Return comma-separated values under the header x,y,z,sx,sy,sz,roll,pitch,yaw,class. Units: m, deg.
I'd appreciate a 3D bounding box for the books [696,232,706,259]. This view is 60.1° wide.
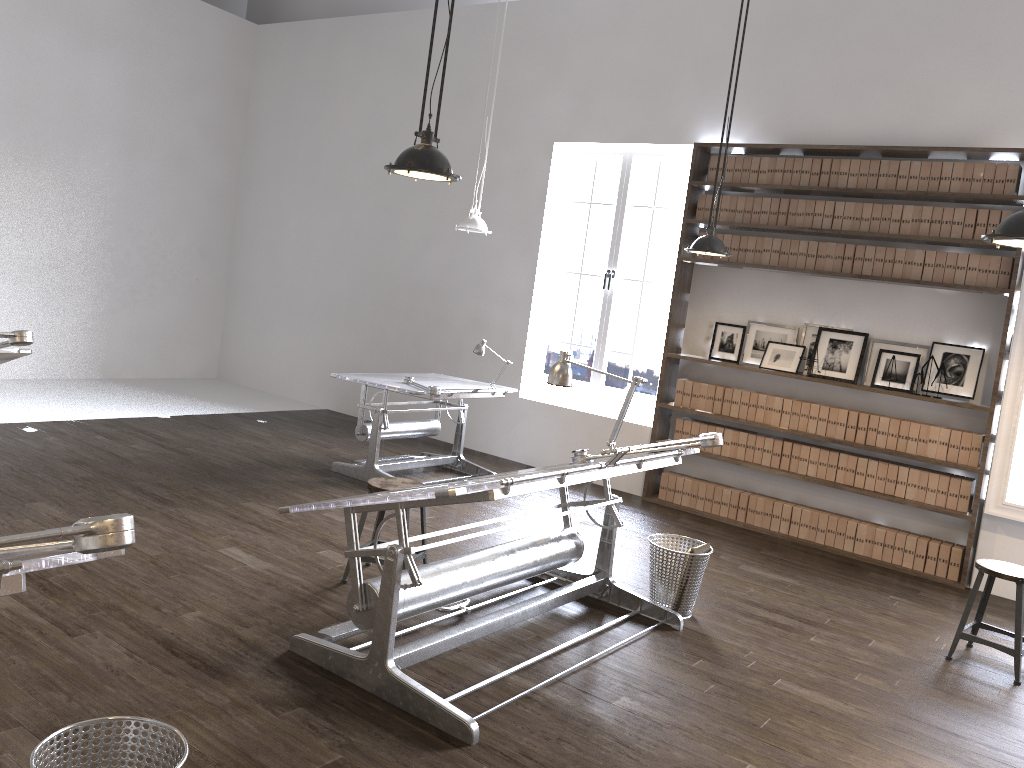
x,y,z,sx,sy,sz,roll,pitch,yaw,class
1.609,-1.140,7.373,0.067,0.225,0.174,10,5,35,books

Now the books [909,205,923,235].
x,y,z,sx,sy,sz,roll,pitch,yaw,class
2.944,-1.168,6.419,0.067,0.225,0.174,10,5,35,books

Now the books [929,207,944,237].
x,y,z,sx,sy,sz,roll,pitch,yaw,class
3.052,-1.144,6.342,0.067,0.225,0.174,10,5,35,books

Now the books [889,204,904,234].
x,y,z,sx,sy,sz,roll,pitch,yaw,class
2.833,-1.191,6.494,0.067,0.225,0.174,10,5,35,books

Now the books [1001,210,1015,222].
x,y,z,sx,sy,sz,roll,pitch,yaw,class
3.403,-1.068,6.087,0.067,0.225,0.174,10,5,35,books

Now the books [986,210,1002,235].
x,y,z,sx,sy,sz,roll,pitch,yaw,class
3.343,-1.082,6.133,0.067,0.225,0.174,10,5,35,books

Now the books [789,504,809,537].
x,y,z,sx,sy,sz,roll,pitch,yaw,class
2.215,1.055,6.846,0.067,0.225,0.174,10,5,35,books

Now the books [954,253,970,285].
x,y,z,sx,sy,sz,roll,pitch,yaw,class
3.177,-0.801,6.236,0.067,0.225,0.174,10,5,35,books

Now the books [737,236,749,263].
x,y,z,sx,sy,sz,roll,pitch,yaw,class
1.899,-1.077,7.162,0.067,0.225,0.174,10,5,35,books

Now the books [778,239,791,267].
x,y,z,sx,sy,sz,roll,pitch,yaw,class
2.171,-1.018,6.965,0.067,0.225,0.174,10,5,35,books

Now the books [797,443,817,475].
x,y,z,sx,sy,sz,roll,pitch,yaw,class
2.274,0.579,6.821,0.067,0.225,0.174,10,5,35,books

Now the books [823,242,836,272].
x,y,z,sx,sy,sz,roll,pitch,yaw,class
2.450,-0.958,6.763,0.067,0.225,0.174,10,5,35,books

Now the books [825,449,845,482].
x,y,z,sx,sy,sz,roll,pitch,yaw,class
2.447,0.616,6.703,0.067,0.225,0.174,10,5,35,books

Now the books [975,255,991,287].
x,y,z,sx,sy,sz,roll,pitch,yaw,class
3.286,-0.776,6.153,0.067,0.225,0.174,10,5,35,books

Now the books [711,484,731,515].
x,y,z,sx,sy,sz,roll,pitch,yaw,class
1.705,0.944,7.220,0.067,0.225,0.174,10,5,35,books

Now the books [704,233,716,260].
x,y,z,sx,sy,sz,roll,pitch,yaw,class
1.665,-1.127,7.325,0.067,0.225,0.174,10,5,35,books

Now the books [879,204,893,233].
x,y,z,sx,sy,sz,roll,pitch,yaw,class
2.779,-1.204,6.538,0.067,0.225,0.174,10,5,35,books

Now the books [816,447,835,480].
x,y,z,sx,sy,sz,roll,pitch,yaw,class
2.392,0.603,6.745,0.067,0.225,0.174,10,5,35,books

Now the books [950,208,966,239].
x,y,z,sx,sy,sz,roll,pitch,yaw,class
3.164,-1.120,6.257,0.067,0.225,0.174,10,5,35,books

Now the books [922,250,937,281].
x,y,z,sx,sy,sz,roll,pitch,yaw,class
3.007,-0.837,6.356,0.067,0.225,0.174,10,5,35,books

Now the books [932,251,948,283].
x,y,z,sx,sy,sz,roll,pitch,yaw,class
3.066,-0.825,6.319,0.067,0.225,0.174,10,5,35,books

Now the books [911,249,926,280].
x,y,z,sx,sy,sz,roll,pitch,yaw,class
2.950,-0.849,6.400,0.067,0.225,0.174,10,5,35,books

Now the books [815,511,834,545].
x,y,z,sx,sy,sz,roll,pitch,yaw,class
2.377,1.091,6.728,0.067,0.225,0.174,10,5,35,books

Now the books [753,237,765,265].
x,y,z,sx,sy,sz,roll,pitch,yaw,class
2.006,-1.054,7.084,0.067,0.225,0.174,10,5,35,books

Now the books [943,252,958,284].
x,y,z,sx,sy,sz,roll,pitch,yaw,class
3.123,-0.813,6.280,0.067,0.225,0.174,10,5,35,books

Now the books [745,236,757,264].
x,y,z,sx,sy,sz,roll,pitch,yaw,class
1.950,-1.066,7.118,0.067,0.225,0.174,10,5,35,books

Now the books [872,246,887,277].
x,y,z,sx,sy,sz,roll,pitch,yaw,class
2.737,-0.896,6.557,0.067,0.225,0.174,10,5,35,books

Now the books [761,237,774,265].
x,y,z,sx,sy,sz,roll,pitch,yaw,class
2.056,-1.043,7.046,0.067,0.225,0.174,10,5,35,books

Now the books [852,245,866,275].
x,y,z,sx,sy,sz,roll,pitch,yaw,class
2.623,-0.921,6.640,0.067,0.225,0.174,10,5,35,books

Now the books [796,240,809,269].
x,y,z,sx,sy,sz,roll,pitch,yaw,class
2.282,-0.994,6.882,0.067,0.225,0.174,10,5,35,books

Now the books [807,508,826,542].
x,y,z,sx,sy,sz,roll,pitch,yaw,class
2.326,1.079,6.770,0.067,0.225,0.174,10,5,35,books

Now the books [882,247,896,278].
x,y,z,sx,sy,sz,roll,pitch,yaw,class
2.794,-0.884,6.516,0.067,0.225,0.174,10,5,35,books

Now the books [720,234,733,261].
x,y,z,sx,sy,sz,roll,pitch,yaw,class
1.783,-1.102,7.241,0.067,0.225,0.174,10,5,35,books

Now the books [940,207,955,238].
x,y,z,sx,sy,sz,roll,pitch,yaw,class
3.109,-1.132,6.301,0.067,0.225,0.174,10,5,35,books

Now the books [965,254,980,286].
x,y,z,sx,sy,sz,roll,pitch,yaw,class
3.233,-0.788,6.192,0.067,0.225,0.174,10,5,35,books

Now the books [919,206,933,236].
x,y,z,sx,sy,sz,roll,pitch,yaw,class
2.995,-1.156,6.376,0.067,0.225,0.174,10,5,35,books

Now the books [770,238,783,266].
x,y,z,sx,sy,sz,roll,pitch,yaw,class
2.113,-1.031,7.002,0.067,0.225,0.174,10,5,35,books

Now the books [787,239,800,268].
x,y,z,sx,sy,sz,roll,pitch,yaw,class
2.229,-1.006,6.926,0.067,0.225,0.174,10,5,35,books

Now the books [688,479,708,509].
x,y,z,sx,sy,sz,roll,pitch,yaw,class
1.540,0.909,7.338,0.067,0.225,0.174,10,5,35,books

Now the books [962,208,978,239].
x,y,z,sx,sy,sz,roll,pitch,yaw,class
3.224,-1.108,6.219,0.067,0.225,0.174,10,5,35,books

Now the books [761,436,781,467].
x,y,z,sx,sy,sz,roll,pitch,yaw,class
2.046,0.529,6.988,0.067,0.225,0.174,10,5,35,books

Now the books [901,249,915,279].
x,y,z,sx,sy,sz,roll,pitch,yaw,class
2.901,-0.861,6.438,0.067,0.225,0.174,10,5,35,books

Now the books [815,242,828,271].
x,y,z,sx,sy,sz,roll,pitch,yaw,class
2.396,-0.969,6.796,0.067,0.225,0.174,10,5,35,books

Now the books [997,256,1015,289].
x,y,z,sx,sy,sz,roll,pitch,yaw,class
3.396,-0.753,6.080,0.067,0.225,0.174,10,5,35,books

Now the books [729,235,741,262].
x,y,z,sx,sy,sz,roll,pitch,yaw,class
1.842,-1.090,7.204,0.067,0.225,0.174,10,5,35,books

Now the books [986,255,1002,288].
x,y,z,sx,sy,sz,roll,pitch,yaw,class
3.339,-0.766,6.120,0.067,0.225,0.174,10,5,35,books

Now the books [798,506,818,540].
x,y,z,sx,sy,sz,roll,pitch,yaw,class
2.275,1.068,6.805,0.067,0.225,0.174,10,5,35,books

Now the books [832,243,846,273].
x,y,z,sx,sy,sz,roll,pitch,yaw,class
2.504,-0.947,6.727,0.067,0.225,0.174,10,5,35,books

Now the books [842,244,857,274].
x,y,z,sx,sy,sz,roll,pitch,yaw,class
2.560,-0.934,6.679,0.067,0.225,0.174,10,5,35,books

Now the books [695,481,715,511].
x,y,z,sx,sy,sz,roll,pitch,yaw,class
1.591,0.920,7.295,0.067,0.225,0.174,10,5,35,books

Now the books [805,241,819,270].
x,y,z,sx,sy,sz,roll,pitch,yaw,class
2.338,-0.982,6.838,0.067,0.225,0.174,10,5,35,books

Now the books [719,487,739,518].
x,y,z,sx,sy,sz,roll,pitch,yaw,class
1.760,0.957,7.175,0.067,0.225,0.174,10,5,35,books

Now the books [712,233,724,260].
x,y,z,sx,sy,sz,roll,pitch,yaw,class
1.729,-1.114,7.286,0.067,0.225,0.174,10,5,35,books

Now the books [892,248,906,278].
x,y,z,sx,sy,sz,roll,pitch,yaw,class
2.844,-0.872,6.473,0.067,0.225,0.174,10,5,35,books

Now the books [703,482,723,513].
x,y,z,sx,sy,sz,roll,pitch,yaw,class
1.648,0.932,7.261,0.067,0.225,0.174,10,5,35,books

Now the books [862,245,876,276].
x,y,z,sx,sy,sz,roll,pitch,yaw,class
2.678,-0.908,6.595,0.067,0.225,0.174,10,5,35,books
